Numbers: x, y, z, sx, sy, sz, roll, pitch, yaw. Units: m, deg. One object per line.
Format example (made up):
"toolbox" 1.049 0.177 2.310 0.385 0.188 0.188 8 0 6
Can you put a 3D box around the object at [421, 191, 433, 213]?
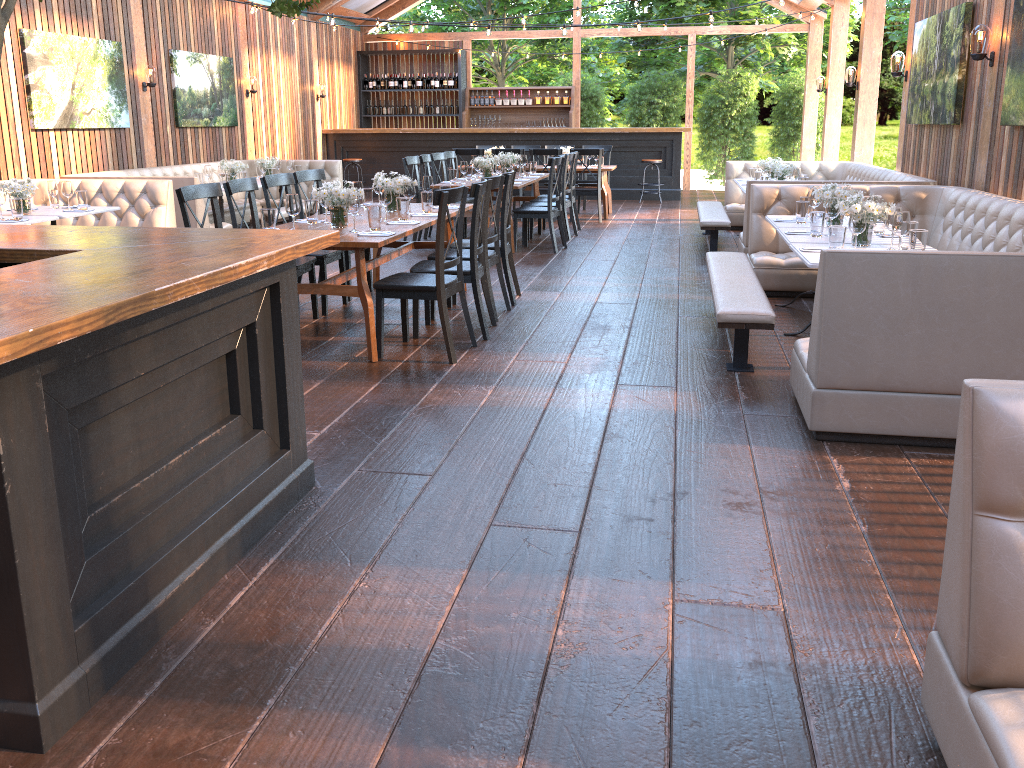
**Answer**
"object" -0.634 -1.357 6.618 0.092 0.156 0.093 10 17 36

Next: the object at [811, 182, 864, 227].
"object" 2.238 -1.238 6.101 0.337 0.305 0.333 7 17 26

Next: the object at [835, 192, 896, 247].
"object" 2.063 -0.964 5.181 0.337 0.305 0.333 6 16 22

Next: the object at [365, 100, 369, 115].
"object" -3.039 -5.817 18.622 0.094 0.304 0.096 -1 13 -3

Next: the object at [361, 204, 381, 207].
"object" -1.163 -1.454 7.196 0.255 0.018 0.160 3 17 11

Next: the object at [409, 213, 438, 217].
"object" -0.646 -1.237 6.456 0.255 0.018 0.160 3 17 11

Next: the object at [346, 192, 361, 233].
"object" -0.983 -1.065 5.492 0.092 0.241 0.093 -8 16 -30

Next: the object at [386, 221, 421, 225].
"object" -0.752 -1.092 5.968 0.255 0.018 0.160 3 17 11

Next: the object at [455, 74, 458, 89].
"object" -1.133 -6.185 18.078 0.075 0.298 0.076 6 15 27

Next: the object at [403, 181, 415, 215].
"object" -0.759 -1.376 6.537 0.092 0.241 0.093 3 14 13

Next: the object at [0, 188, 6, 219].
"object" -3.975 -1.397 6.867 0.092 0.241 0.093 -8 16 -30

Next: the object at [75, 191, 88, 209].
"object" -3.733 -1.598 7.687 0.092 0.156 0.093 -1 14 -3

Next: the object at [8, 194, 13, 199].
"object" -4.196 -1.533 7.478 0.092 0.156 0.093 -1 14 -3

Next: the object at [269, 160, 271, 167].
"object" -3.269 -2.880 11.851 0.093 0.241 0.093 -10 17 -36

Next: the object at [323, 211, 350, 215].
"object" -1.272 -1.287 6.635 0.255 0.018 0.160 3 17 11

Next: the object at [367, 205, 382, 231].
"object" -0.862 -1.041 5.559 0.092 0.156 0.093 7 16 26

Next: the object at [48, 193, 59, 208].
"object" -4.053 -1.639 7.832 0.092 0.156 0.092 -13 19 -41

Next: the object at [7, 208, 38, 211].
"object" -4.214 -1.514 7.655 0.255 0.018 0.160 3 17 11

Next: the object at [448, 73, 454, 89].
"object" -1.246 -6.200 18.111 0.136 0.311 0.138 4 14 17

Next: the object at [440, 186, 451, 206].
"object" -0.540 -1.524 7.180 0.092 0.156 0.092 -13 19 -41

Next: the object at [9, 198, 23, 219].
"object" -3.877 -1.370 6.923 0.092 0.156 0.093 -1 14 -3

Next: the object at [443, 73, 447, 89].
"object" -1.367 -6.194 18.094 0.078 0.307 0.079 1 13 6

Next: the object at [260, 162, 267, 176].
"object" -3.146 -2.688 11.203 0.093 0.241 0.093 -10 17 -36

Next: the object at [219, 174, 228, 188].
"object" -3.305 -2.331 10.148 0.092 0.156 0.093 -1 14 -3

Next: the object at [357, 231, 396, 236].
"object" -0.845 -0.919 5.386 0.255 0.018 0.160 3 17 11

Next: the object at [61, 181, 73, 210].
"object" -3.832 -1.624 7.631 0.092 0.241 0.093 3 14 13

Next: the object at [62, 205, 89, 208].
"object" -3.888 -1.578 7.866 0.157 0.018 0.259 3 17 10

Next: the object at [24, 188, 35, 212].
"object" -4.098 -1.589 7.515 0.092 0.241 0.093 -8 16 -30

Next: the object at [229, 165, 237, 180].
"object" -3.296 -2.468 10.464 0.092 0.241 0.093 -8 16 -30

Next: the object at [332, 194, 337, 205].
"object" -1.271 -1.305 6.455 0.092 0.156 0.093 -6 15 -22

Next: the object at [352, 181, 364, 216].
"object" -1.131 -1.361 6.488 0.093 0.241 0.093 -10 17 -36

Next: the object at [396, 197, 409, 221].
"object" -0.755 -1.210 6.124 0.092 0.156 0.093 4 15 17

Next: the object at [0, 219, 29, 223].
"object" -3.857 -1.256 6.778 0.255 0.018 0.160 3 17 11

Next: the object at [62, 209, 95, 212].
"object" -3.714 -1.483 7.541 0.255 0.018 0.160 3 17 11

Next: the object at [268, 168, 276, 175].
"object" -3.048 -2.662 11.259 0.092 0.156 0.093 -1 14 -3

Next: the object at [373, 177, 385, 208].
"object" -1.057 -1.524 7.040 0.093 0.241 0.093 9 17 35

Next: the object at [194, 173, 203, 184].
"object" -3.653 -2.382 10.328 0.092 0.156 0.093 -1 14 -3

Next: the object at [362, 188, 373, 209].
"object" -1.143 -1.469 7.005 0.092 0.156 0.092 -13 19 -41

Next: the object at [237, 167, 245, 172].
"object" -3.407 -2.666 11.132 0.093 0.241 0.093 -10 17 -36

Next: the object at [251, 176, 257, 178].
"object" -3.386 -2.805 11.991 0.255 0.018 0.160 3 17 11

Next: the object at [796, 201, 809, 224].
"object" 2.071 -1.225 6.322 0.092 0.156 0.093 -1 14 -3

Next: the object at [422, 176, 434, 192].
"object" -0.673 -1.546 7.107 0.092 0.241 0.093 3 14 13

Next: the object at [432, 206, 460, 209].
"object" -0.537 -1.403 7.013 0.255 0.018 0.160 3 17 11

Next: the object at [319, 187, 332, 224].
"object" -1.260 -1.209 5.986 0.092 0.241 0.093 2 14 8

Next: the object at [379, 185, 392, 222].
"object" -0.866 -1.234 6.059 0.092 0.241 0.093 2 14 8

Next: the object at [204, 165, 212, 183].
"object" -3.555 -2.437 10.365 0.092 0.241 0.093 -8 16 -30

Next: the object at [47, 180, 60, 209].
"object" -4.006 -1.652 7.726 0.092 0.241 0.093 -8 16 -30

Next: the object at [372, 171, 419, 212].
"object" -0.903 -1.468 6.736 0.338 0.305 0.332 -13 20 -40

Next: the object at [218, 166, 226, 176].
"object" -3.353 -2.400 10.234 0.092 0.241 0.093 -8 16 -30

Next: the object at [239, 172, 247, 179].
"object" -3.198 -2.441 10.520 0.092 0.156 0.093 -1 14 -3

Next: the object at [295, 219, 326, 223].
"object" -1.378 -1.130 6.121 0.255 0.018 0.160 3 17 11

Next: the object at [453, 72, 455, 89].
"object" -1.187 -6.248 18.236 0.087 0.329 0.089 -2 14 -9

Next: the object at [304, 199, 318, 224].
"object" -1.344 -1.155 5.937 0.092 0.156 0.093 10 17 36

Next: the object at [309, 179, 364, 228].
"object" -1.124 -1.170 5.736 0.336 0.305 0.334 1 15 6

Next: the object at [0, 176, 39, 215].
"object" -4.029 -1.544 7.252 0.337 0.305 0.333 7 17 26

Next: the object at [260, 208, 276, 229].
"object" -1.480 -0.985 5.380 0.092 0.156 0.093 10 17 36

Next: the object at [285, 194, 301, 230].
"object" -1.336 -1.037 5.405 0.092 0.241 0.093 -2 14 -9
